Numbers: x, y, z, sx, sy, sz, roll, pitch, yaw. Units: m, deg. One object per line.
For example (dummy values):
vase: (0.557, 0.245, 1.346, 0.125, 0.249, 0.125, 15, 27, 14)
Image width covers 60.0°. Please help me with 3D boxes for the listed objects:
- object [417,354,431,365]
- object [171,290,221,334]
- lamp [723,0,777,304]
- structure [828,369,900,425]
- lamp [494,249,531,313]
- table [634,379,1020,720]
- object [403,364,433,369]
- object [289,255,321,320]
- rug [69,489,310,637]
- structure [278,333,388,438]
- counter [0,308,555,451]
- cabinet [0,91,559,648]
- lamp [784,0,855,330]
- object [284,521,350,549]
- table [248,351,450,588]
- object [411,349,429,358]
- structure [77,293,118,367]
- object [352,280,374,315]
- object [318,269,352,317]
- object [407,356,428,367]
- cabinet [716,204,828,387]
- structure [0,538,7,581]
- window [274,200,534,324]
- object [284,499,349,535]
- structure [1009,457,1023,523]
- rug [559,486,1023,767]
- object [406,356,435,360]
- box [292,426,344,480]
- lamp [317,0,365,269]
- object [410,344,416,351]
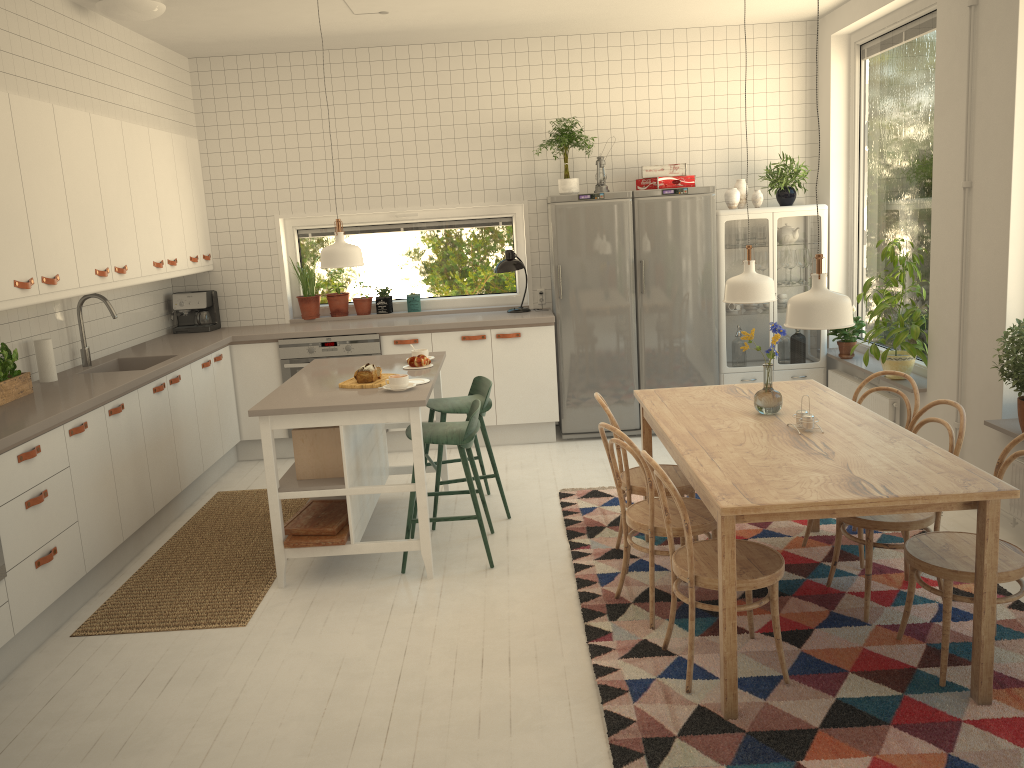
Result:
object: (-0.483, -0.130, 4.852, 0.060, 0.059, 0.074, -10, 12, -30)
object: (-2.373, -0.532, 6.576, 0.316, 0.292, 0.280, -3, 11, 1)
lamp: (0.985, -1.143, 3.707, 0.230, 1.593, 0.230, -14, 15, -43)
structure: (2.341, 0.125, 5.893, 0.113, 0.276, 1.017, -3, 11, 0)
lamp: (-0.007, -0.763, 6.571, 0.239, 0.465, 0.263, 2, 12, 28)
table: (1.082, 0.540, 3.594, 0.894, 0.748, 1.800, -3, 11, 0)
object: (-0.512, -0.095, 4.834, 0.167, 0.005, 0.167, -4, 11, -4)
object: (-1.554, -0.751, 6.798, 0.300, 0.498, 0.334, -7, 11, -17)
rug: (-1.515, 0.863, 4.749, 0.750, 0.004, 2.002, -3, 11, 0)
structure: (-1.268, -0.041, 6.596, 0.705, 0.709, 0.705, -3, 11, 0)
counter: (-1.103, 0.038, 4.414, 2.856, 0.162, 4.851, -3, 11, 0)
cabinet: (-1.128, -0.351, 4.341, 2.853, 2.157, 4.851, -3, 11, 0)
lamp: (0.994, -0.981, 2.863, 0.230, 1.593, 0.230, 4, 13, 34)
object: (-0.908, 0.691, 4.277, 0.280, 0.030, 0.431, -3, 11, 0)
table: (-0.762, 0.384, 4.727, 0.794, 0.863, 1.426, -3, 11, 0)
object: (-0.519, -0.162, 5.006, 0.094, 0.060, 0.099, -4, 11, -3)
structure: (-2.382, -0.313, 5.100, 0.236, 0.421, 0.063, -2, 11, 7)
object: (-1.138, -0.665, 6.809, 0.194, 0.277, 0.177, -10, 13, -32)
object: (-1.343, -0.706, 6.823, 0.258, 0.369, 0.235, -1, 11, 12)
object: (-0.526, -0.122, 4.820, 0.131, 0.059, 0.070, 5, 14, 37)
cabinet: (1.870, -0.496, 6.546, 0.789, 1.590, 0.453, -3, 11, 0)
structure: (-2.251, 0.595, 2.994, 0.704, 0.446, 0.683, -3, 11, 0)
window: (-0.808, -0.943, 6.842, 1.898, 0.815, 0.294, -3, 11, 0)
object: (-0.927, 0.649, 4.346, 0.280, 0.030, 0.431, -2, 11, 8)
structure: (2.365, 0.567, 3.596, 0.113, 0.278, 1.030, -3, 11, 0)
rug: (1.162, 0.857, 3.880, 1.748, 0.035, 3.029, -3, 11, 0)
object: (-0.517, -0.136, 5.009, 0.160, 0.020, 0.160, -4, 11, -4)
box: (-0.906, 0.295, 4.342, 0.237, 0.242, 0.358, -3, 11, 1)
lamp: (-0.902, -1.324, 4.356, 0.229, 1.488, 0.230, -3, 10, 1)
object: (-0.538, -0.180, 5.016, 0.102, 0.086, 0.028, 6, 14, 40)
